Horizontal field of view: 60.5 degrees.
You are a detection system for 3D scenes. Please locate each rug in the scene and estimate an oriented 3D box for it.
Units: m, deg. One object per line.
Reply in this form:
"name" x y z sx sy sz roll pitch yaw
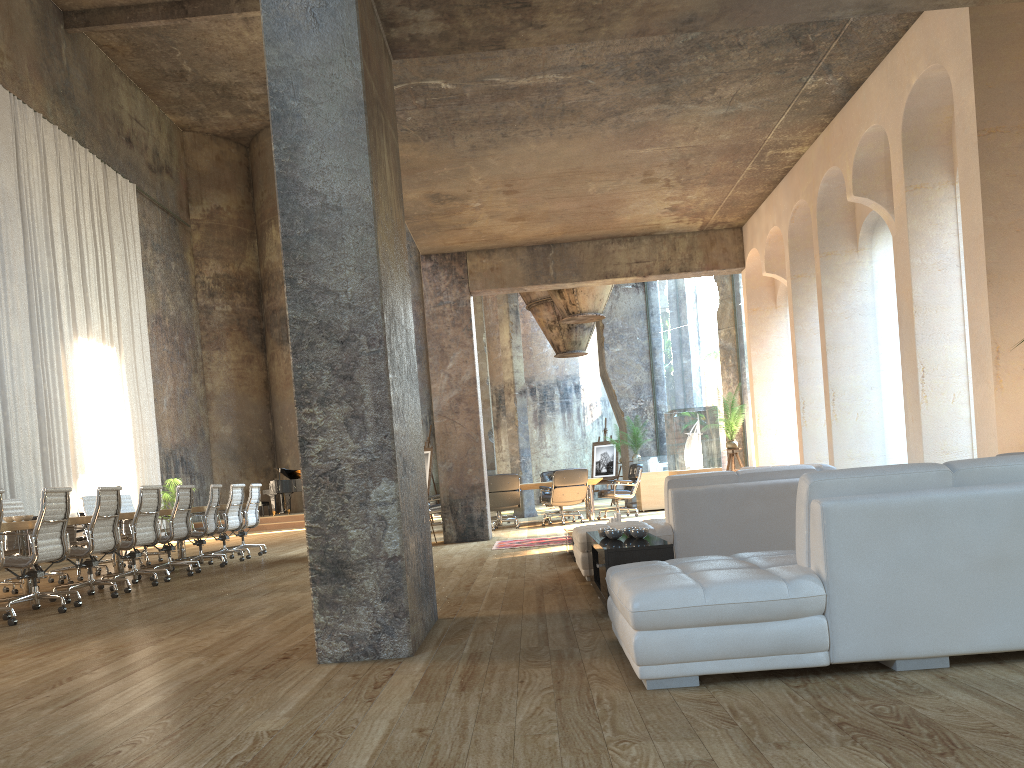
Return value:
"rug" 1.002 1.861 10.663 2.463 0.009 1.350 -5 -6 1

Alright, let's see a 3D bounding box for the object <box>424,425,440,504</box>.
"object" -1.875 1.975 19.073 0.687 2.147 0.698 -4 1 27

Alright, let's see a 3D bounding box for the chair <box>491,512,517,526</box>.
"chair" -0.271 2.074 15.679 0.731 0.892 0.822 -5 -2 8

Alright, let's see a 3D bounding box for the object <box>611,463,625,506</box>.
"object" 2.581 2.278 20.004 0.658 0.973 0.571 -5 -1 -5

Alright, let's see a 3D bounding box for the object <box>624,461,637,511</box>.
"object" 2.606 2.000 17.489 0.574 0.972 0.655 -5 -1 37

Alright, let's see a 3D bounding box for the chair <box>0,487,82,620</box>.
"chair" -3.975 1.378 7.211 0.699 1.026 0.665 -5 -1 4

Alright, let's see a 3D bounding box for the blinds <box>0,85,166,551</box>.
"blinds" -8.922 -0.966 17.664 0.275 8.642 7.841 -5 -2 2

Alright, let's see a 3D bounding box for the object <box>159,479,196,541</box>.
"object" -7.865 2.936 20.513 1.090 1.457 1.132 -4 -1 -8

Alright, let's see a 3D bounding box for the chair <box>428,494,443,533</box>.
"chair" -1.234 2.072 14.951 0.820 0.893 0.731 -5 -2 -3

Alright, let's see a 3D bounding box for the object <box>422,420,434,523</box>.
"object" -1.811 1.762 17.182 0.705 2.147 0.680 -4 1 33

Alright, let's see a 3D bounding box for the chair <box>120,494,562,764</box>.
"chair" -2.430 1.838 12.480 12.952 1.030 31.607 -5 -6 1

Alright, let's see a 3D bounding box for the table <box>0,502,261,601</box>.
"table" -4.653 1.815 9.509 1.601 0.757 7.740 -5 -6 1

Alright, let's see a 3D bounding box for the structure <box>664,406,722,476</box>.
"structure" 2.495 1.123 12.032 0.594 1.548 0.743 -5 0 1

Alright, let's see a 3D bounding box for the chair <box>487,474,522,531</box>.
"chair" -0.201 1.906 14.194 0.729 0.892 0.824 -4 -2 -5

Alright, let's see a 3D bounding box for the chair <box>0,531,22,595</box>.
"chair" -5.337 1.680 8.963 0.700 1.026 0.665 -5 -1 7

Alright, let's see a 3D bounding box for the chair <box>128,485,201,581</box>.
"chair" -3.919 1.669 9.908 0.700 1.026 0.665 -5 -1 7

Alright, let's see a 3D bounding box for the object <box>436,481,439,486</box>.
"object" -1.881 3.172 26.425 0.914 0.991 0.907 -5 -2 12

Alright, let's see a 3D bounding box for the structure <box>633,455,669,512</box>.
"structure" 2.723 1.858 16.475 0.735 1.015 0.744 -5 -1 1

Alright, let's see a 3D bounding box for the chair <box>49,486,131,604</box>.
"chair" -3.957 1.477 8.129 0.700 1.026 0.665 -5 -1 7

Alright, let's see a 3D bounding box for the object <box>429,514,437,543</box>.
"object" -1.458 1.176 12.094 0.685 2.147 0.700 -5 1 0

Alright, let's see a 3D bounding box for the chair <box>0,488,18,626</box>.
"chair" -3.998 1.276 6.263 0.700 1.026 0.665 -5 -1 7

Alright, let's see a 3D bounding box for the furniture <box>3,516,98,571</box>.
"furniture" -7.611 2.572 14.597 0.708 0.840 1.878 -5 -5 1

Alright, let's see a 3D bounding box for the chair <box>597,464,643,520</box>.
"chair" 1.799 1.818 14.864 0.820 0.893 0.732 -4 -2 -5

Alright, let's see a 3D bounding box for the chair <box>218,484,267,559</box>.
"chair" -3.900 1.959 12.562 0.700 1.026 0.665 -5 -1 7

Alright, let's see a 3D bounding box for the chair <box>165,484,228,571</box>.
"chair" -3.893 1.769 10.841 0.699 1.026 0.666 -5 -1 1

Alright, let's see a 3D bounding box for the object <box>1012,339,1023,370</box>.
"object" 2.225 -0.079 2.162 1.403 1.813 1.356 -5 -1 7

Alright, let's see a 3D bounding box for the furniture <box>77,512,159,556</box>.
"furniture" -7.560 2.829 16.985 0.708 0.840 1.878 -5 -5 1

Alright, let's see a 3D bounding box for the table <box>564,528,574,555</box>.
"table" 0.964 1.544 8.789 0.860 0.246 0.371 -5 -4 1

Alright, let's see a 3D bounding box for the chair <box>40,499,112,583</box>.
"chair" -5.299 1.872 10.742 0.700 1.026 0.665 -5 -1 7

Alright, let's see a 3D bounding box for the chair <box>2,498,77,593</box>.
"chair" -5.315 1.775 9.843 0.700 1.026 0.665 -5 -1 10

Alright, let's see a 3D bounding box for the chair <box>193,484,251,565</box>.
"chair" -3.884 1.862 11.697 0.700 1.026 0.665 -5 -1 10

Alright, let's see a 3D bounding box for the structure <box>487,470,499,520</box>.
"structure" -0.654 2.283 17.868 0.743 1.015 0.736 -5 -1 1

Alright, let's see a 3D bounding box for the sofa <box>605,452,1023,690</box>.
"sofa" 1.434 0.692 3.562 2.067 0.721 1.074 -5 -4 1

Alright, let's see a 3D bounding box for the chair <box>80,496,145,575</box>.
"chair" -5.281 1.971 11.660 0.699 1.026 0.665 -5 -1 4

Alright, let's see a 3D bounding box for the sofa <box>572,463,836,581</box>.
"sofa" 1.523 1.145 7.765 2.064 0.721 2.938 -5 -6 1

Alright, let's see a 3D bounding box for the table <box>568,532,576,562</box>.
"table" 0.958 1.525 8.420 0.790 0.202 1.114 -5 -6 1

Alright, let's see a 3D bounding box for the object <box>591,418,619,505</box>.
"object" 2.263 1.868 21.149 0.705 2.147 0.680 -4 1 30

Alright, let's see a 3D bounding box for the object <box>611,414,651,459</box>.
"object" 2.376 1.074 17.547 0.859 0.940 0.688 -5 -1 4

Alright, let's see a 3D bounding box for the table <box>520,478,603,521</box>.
"table" 0.322 2.036 14.905 2.410 0.700 1.108 -5 -4 1

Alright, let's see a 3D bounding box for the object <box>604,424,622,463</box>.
"object" 2.449 1.338 20.006 0.690 0.939 0.857 -5 -2 22

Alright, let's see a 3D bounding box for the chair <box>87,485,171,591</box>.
"chair" -3.941 1.575 9.028 0.700 1.026 0.665 -5 -1 10

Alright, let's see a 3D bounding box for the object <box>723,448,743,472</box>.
"object" 3.102 1.414 12.500 0.655 0.972 0.574 -4 -1 -35

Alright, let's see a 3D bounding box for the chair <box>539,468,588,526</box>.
"chair" 0.807 1.825 14.201 0.727 0.892 0.826 -4 -2 -25

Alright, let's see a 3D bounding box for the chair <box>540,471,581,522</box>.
"chair" 0.842 1.981 15.651 0.730 0.892 0.823 -5 -2 2

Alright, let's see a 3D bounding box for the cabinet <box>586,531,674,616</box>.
"cabinet" 0.696 1.139 5.479 0.396 0.368 1.567 -5 -6 1

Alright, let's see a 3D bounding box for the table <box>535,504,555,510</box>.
"table" 0.285 2.798 21.129 1.871 0.546 0.944 -5 -4 1

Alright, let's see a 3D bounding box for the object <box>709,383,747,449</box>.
"object" 3.087 0.462 12.480 0.687 0.939 0.862 -4 -2 -8
